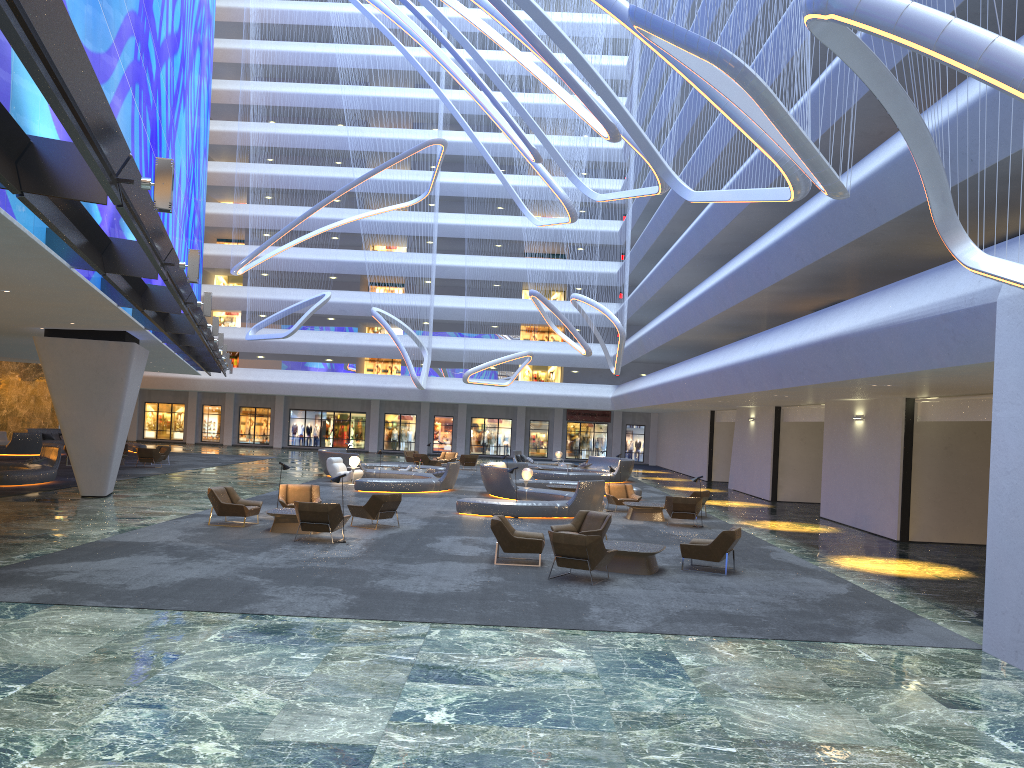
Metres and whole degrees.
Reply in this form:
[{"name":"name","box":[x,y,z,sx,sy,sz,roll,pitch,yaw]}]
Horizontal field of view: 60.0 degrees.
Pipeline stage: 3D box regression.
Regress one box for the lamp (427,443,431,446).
[{"name":"lamp","box":[-3.836,3.354,41.021,0.202,1.300,0.384,3,-1,-37]}]

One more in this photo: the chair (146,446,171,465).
[{"name":"chair","box":[-14.545,2.920,36.303,0.929,0.766,0.940,1,-2,39]}]

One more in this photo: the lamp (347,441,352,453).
[{"name":"lamp","box":[-6.924,3.057,37.465,0.384,1.300,0.202,2,-1,44]}]

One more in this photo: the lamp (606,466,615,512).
[{"name":"lamp","box":[2.801,2.982,25.222,0.202,1.300,0.384,3,-1,17]}]

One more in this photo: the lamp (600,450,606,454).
[{"name":"lamp","box":[4.307,3.770,41.842,0.384,1.300,0.202,3,-1,0]}]

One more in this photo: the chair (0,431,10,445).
[{"name":"chair","box":[-23.629,2.637,40.915,1.156,0.881,0.730,1,-2,45]}]

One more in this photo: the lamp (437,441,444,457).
[{"name":"lamp","box":[-3.629,3.515,44.519,0.384,1.300,0.202,3,-1,-38]}]

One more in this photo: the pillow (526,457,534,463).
[{"name":"pillow","box":[0.804,3.874,45.351,0.873,0.280,0.685,1,-3,38]}]

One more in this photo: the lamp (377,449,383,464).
[{"name":"lamp","box":[-4.480,2.849,30.020,0.202,1.300,0.384,3,-1,-24]}]

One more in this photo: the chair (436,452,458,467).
[{"name":"chair","box":[-3.231,3.802,44.501,0.929,0.766,0.940,2,-2,19]}]

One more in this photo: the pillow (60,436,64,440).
[{"name":"pillow","box":[-22.744,2.750,45.308,0.692,0.262,0.877,3,-2,-9]}]

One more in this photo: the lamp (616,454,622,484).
[{"name":"lamp","box":[4.556,3.607,37.791,0.202,1.300,0.384,3,-1,-40]}]

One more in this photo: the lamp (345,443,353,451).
[{"name":"lamp","box":[-6.504,2.974,35.088,0.384,1.300,0.202,3,-1,-6]}]

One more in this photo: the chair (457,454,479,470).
[{"name":"chair","box":[-2.134,3.783,42.871,0.930,0.766,0.939,3,-2,-21]}]

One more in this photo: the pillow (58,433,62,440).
[{"name":"pillow","box":[-22.853,2.708,45.472,0.317,0.366,0.776,1,-2,42]}]

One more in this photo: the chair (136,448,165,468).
[{"name":"chair","box":[-14.065,2.860,34.398,0.929,0.766,0.939,3,-2,-1]}]

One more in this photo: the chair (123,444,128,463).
[{"name":"chair","box":[-16.259,2.843,36.367,0.930,0.766,0.938,3,-2,-26]}]

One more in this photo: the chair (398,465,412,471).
[{"name":"chair","box":[-4.740,3.466,35.281,1.786,0.501,0.585,4,-2,-36]}]

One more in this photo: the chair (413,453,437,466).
[{"name":"chair","box":[-4.092,3.622,41.263,0.929,0.766,0.940,1,-2,42]}]

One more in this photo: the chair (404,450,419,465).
[{"name":"chair","box":[-4.866,3.703,43.979,0.938,0.766,0.930,1,-2,44]}]

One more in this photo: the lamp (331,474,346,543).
[{"name":"lamp","box":[-3.262,2.331,16.693,0.384,1.300,0.202,2,-1,18]}]

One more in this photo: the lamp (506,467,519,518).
[{"name":"lamp","box":[0.020,2.729,22.361,0.384,1.300,0.202,2,-1,18]}]

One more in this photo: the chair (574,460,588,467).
[{"name":"chair","box":[3.596,4.061,43.098,0.938,0.766,0.930,2,-2,34]}]

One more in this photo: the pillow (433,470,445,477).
[{"name":"pillow","box":[-2.264,3.048,30.052,0.692,0.262,0.878,2,-2,9]}]

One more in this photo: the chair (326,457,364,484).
[{"name":"chair","box":[-5.888,3.048,31.250,1.156,0.881,0.729,2,-1,20]}]

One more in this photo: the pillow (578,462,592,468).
[{"name":"pillow","box":[3.440,3.819,41.747,0.693,0.262,0.877,4,-3,-37]}]

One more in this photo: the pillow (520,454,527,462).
[{"name":"pillow","box":[0.599,3.760,45.062,0.315,0.386,0.785,2,-2,16]}]

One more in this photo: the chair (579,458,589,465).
[{"name":"chair","box":[4.038,4.181,45.410,0.940,0.766,0.929,4,-2,-40]}]

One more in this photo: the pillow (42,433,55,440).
[{"name":"pillow","box":[-23.372,2.642,44.577,0.315,0.386,0.785,2,-2,17]}]

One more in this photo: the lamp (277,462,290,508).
[{"name":"lamp","box":[-5.105,2.374,19.673,0.202,1.300,0.384,3,-1,17]}]

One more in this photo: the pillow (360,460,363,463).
[{"name":"pillow","box":[-6.464,3.196,36.566,0.444,0.207,0.444,4,-3,-38]}]

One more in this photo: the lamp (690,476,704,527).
[{"name":"lamp","box":[4.644,2.940,22.243,0.384,1.300,0.202,2,-1,18]}]

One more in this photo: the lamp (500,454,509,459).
[{"name":"lamp","box":[-0.246,3.072,30.607,0.384,1.300,0.202,2,-1,18]}]

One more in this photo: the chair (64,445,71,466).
[{"name":"chair","box":[-16.452,2.712,33.550,0.939,0.766,0.929,4,-2,-28]}]

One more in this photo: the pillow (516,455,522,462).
[{"name":"pillow","box":[0.389,3.774,45.029,0.295,0.368,0.770,2,-2,13]}]
